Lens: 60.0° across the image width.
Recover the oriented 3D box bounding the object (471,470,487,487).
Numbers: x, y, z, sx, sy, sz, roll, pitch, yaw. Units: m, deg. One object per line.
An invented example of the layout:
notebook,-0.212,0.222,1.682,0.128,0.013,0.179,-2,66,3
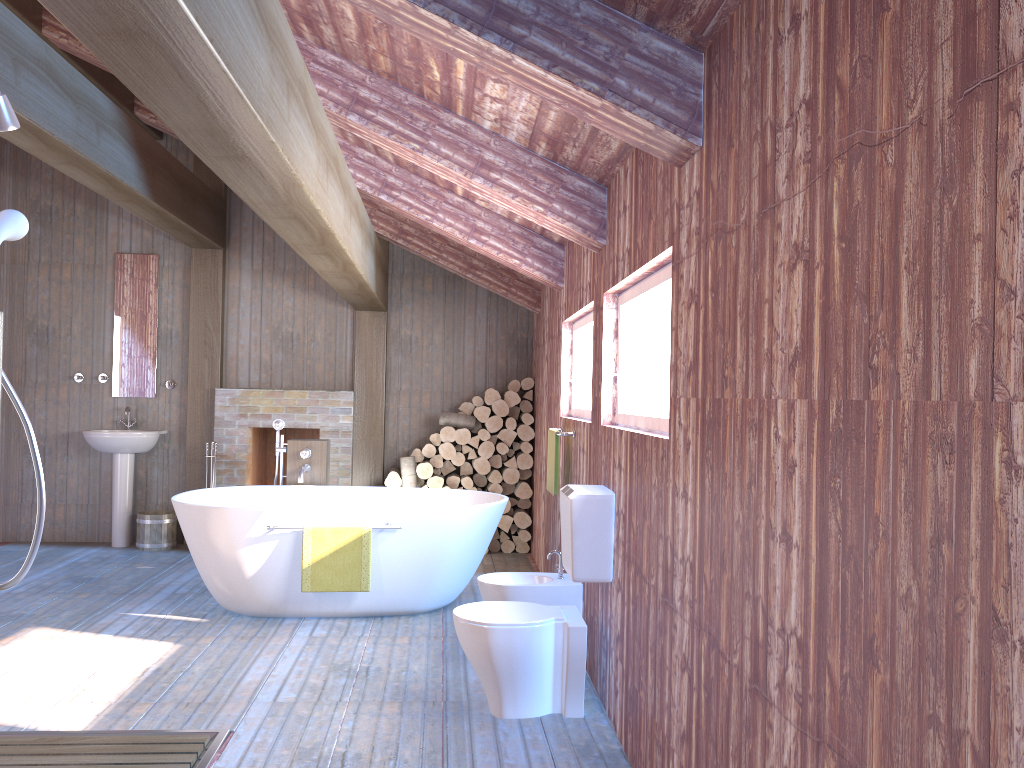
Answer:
object,-0.279,0.791,7.450,0.116,0.118,0.289,1,-1,-7

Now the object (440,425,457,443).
object,-0.527,0.404,7.340,0.135,0.145,0.439,1,-1,-4

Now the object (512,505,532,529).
object,0.071,1.099,7.379,0.147,0.152,0.439,1,-1,-4

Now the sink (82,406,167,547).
sink,-3.162,0.754,7.168,0.582,1.143,0.475,1,-1,-5

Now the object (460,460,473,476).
object,-0.383,0.702,7.443,0.104,0.127,0.321,1,-1,-4

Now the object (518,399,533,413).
object,0.110,0.187,7.427,0.107,0.115,0.269,1,-1,-3

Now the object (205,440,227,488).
object,-2.432,0.894,7.121,0.276,0.888,0.333,1,-1,38

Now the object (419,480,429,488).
object,-0.754,0.895,7.337,0.155,0.174,0.483,1,-1,-6

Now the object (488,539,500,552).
object,-0.169,1.331,7.453,0.116,0.118,0.289,1,-1,-7

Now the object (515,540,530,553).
object,0.071,1.338,7.427,0.114,0.113,0.301,1,-1,-7

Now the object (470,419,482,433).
object,-0.316,0.346,7.452,0.121,0.124,0.291,1,-1,-3

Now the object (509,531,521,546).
object,0.026,1.290,7.419,0.085,0.086,0.278,1,-1,-7

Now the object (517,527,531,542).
object,0.090,1.225,7.376,0.102,0.109,0.438,1,-1,-4

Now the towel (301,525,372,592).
towel,-0.953,0.950,4.826,0.370,0.361,0.032,1,-1,-8

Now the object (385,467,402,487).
object,-0.971,0.769,7.308,0.139,0.137,0.455,1,-1,-6

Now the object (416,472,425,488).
object,-0.786,0.791,7.405,0.121,0.124,0.291,1,-1,-3

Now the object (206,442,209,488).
object,-2.498,0.882,7.064,0.136,0.846,0.062,2,-1,-23

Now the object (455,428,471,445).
object,-0.413,0.421,7.349,0.138,0.147,0.440,1,-1,-4

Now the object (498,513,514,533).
object,-0.089,1.138,7.392,0.169,0.152,0.481,1,-1,-5

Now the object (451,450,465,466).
object,-0.446,0.607,7.336,0.115,0.123,0.291,1,-1,-3

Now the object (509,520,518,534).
object,0.004,1.195,7.418,0.085,0.091,0.280,1,-1,-6

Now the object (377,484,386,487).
object,-1.082,0.894,7.340,0.101,0.103,0.242,1,-1,-3

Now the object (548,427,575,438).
object,0.273,0.273,5.042,0.091,0.043,0.581,1,-1,-4

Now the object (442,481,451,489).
object,-0.548,0.872,7.325,0.098,0.100,0.437,1,-1,-6

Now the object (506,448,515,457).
object,-0.019,0.567,7.363,0.067,0.069,0.177,1,-1,-4

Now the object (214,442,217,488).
object,-2.352,0.897,7.063,0.206,0.871,0.126,1,-1,39

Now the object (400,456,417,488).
object,-0.832,0.730,7.137,0.147,0.298,0.109,1,-1,-2

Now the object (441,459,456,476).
object,-0.532,0.684,7.429,0.128,0.150,0.323,1,-1,-4

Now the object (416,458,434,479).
object,-0.714,0.693,7.319,0.138,0.147,0.440,1,-1,-4

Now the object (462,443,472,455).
object,-0.372,0.532,7.346,0.088,0.092,0.280,1,-1,-3

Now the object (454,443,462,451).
object,-0.446,0.521,7.325,0.057,0.061,0.156,1,-1,-5

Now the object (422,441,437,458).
object,-0.679,0.539,7.316,0.115,0.123,0.291,1,-1,-3

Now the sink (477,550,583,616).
sink,0.080,1.094,4.462,0.515,0.517,0.335,1,-1,-3

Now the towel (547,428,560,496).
towel,0.234,0.439,5.042,0.032,0.361,0.370,1,-1,-4

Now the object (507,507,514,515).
object,-0.021,1.048,7.357,0.057,0.061,0.156,1,-1,-5

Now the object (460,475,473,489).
object,-0.383,0.797,7.342,0.098,0.100,0.437,1,-1,-6

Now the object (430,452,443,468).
object,-0.625,0.629,7.336,0.111,0.113,0.301,1,-1,-5

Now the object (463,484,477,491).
object,-0.347,0.894,7.348,0.111,0.113,0.301,1,-1,-6

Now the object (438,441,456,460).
object,-0.542,0.541,7.332,0.141,0.143,0.437,1,-1,-6

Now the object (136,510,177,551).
object,-2.869,1.183,7.160,0.309,0.290,0.308,1,-1,6

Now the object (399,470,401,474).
object,-0.885,0.748,7.412,0.099,0.093,0.280,1,-1,-3

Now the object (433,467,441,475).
object,-0.620,0.711,7.335,0.064,0.068,0.174,1,-1,-5

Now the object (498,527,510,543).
object,-0.071,1.252,7.407,0.084,0.105,0.280,1,-1,-6

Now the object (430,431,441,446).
object,-0.625,0.450,7.337,0.106,0.112,0.282,1,-1,-3

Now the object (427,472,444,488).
object,-0.630,0.804,7.339,0.139,0.148,0.458,1,-1,-4

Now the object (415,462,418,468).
object,-0.842,0.667,7.419,0.108,0.113,0.302,1,-1,-4

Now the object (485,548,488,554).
object,-0.265,1.331,7.321,0.114,0.113,0.301,1,-1,-7

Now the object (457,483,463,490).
object,-0.456,0.876,7.339,0.086,0.089,0.279,1,-1,-6

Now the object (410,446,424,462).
object,-0.788,0.583,7.355,0.114,0.113,0.301,1,-1,-7

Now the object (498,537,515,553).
object,-0.049,1.337,7.405,0.116,0.117,0.289,1,-1,-7

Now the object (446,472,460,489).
object,-0.486,0.798,7.338,0.114,0.120,0.303,1,-1,-3
